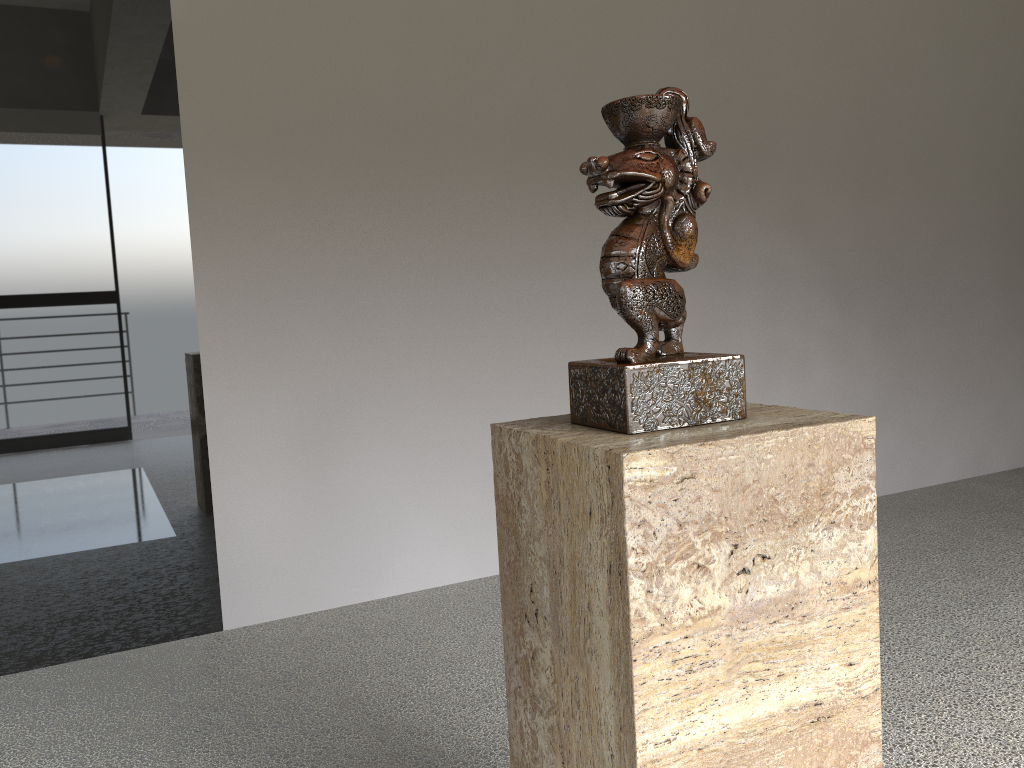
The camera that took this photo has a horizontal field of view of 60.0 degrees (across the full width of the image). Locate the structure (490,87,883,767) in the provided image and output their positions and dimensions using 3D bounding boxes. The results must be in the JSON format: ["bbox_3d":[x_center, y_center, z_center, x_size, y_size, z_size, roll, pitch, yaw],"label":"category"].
[{"bbox_3d":[0.192,0.200,1.030,0.328,1.073,0.292,-6,5,-26],"label":"structure"}]
